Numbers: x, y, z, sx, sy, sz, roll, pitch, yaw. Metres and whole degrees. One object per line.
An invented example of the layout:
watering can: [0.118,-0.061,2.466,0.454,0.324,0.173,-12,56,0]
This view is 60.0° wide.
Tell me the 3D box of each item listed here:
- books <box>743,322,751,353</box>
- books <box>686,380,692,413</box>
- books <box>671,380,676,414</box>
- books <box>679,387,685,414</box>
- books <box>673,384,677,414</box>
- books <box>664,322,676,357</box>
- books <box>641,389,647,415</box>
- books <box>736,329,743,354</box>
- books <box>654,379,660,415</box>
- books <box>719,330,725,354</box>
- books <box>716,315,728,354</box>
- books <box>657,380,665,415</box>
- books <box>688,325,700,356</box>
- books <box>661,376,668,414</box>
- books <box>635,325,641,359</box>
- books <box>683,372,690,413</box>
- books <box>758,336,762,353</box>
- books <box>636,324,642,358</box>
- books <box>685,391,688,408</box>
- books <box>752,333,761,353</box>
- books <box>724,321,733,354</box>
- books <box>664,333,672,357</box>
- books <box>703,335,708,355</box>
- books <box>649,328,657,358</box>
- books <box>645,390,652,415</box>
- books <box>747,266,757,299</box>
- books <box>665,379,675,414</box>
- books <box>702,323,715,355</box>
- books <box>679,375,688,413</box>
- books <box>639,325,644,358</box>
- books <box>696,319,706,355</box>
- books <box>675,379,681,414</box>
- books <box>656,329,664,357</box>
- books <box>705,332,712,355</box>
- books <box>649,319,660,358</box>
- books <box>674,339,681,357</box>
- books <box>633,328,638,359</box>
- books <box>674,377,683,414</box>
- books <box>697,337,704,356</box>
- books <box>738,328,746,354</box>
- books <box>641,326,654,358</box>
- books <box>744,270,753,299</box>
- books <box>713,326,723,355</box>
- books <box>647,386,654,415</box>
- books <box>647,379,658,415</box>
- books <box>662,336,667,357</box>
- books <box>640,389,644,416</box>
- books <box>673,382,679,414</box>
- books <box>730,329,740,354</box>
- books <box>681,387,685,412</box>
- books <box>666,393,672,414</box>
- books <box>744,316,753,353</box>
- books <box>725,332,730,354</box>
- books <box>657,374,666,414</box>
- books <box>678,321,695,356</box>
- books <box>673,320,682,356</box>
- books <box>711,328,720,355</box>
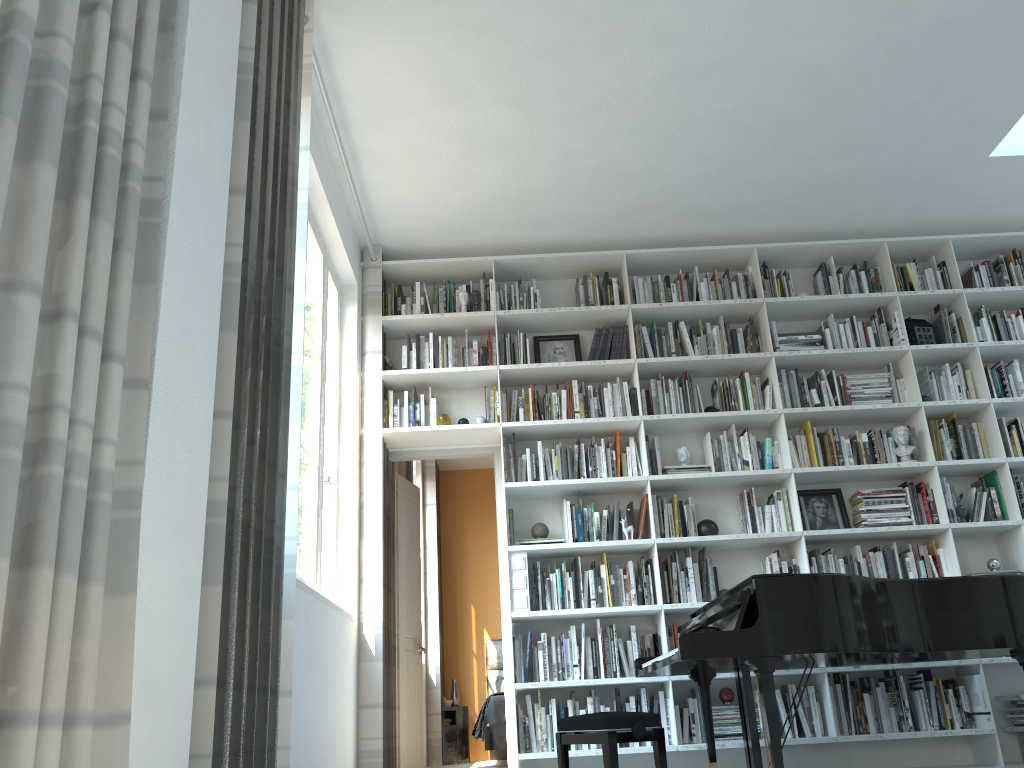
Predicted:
books: [1.491,-0.239,5.644,0.055,0.262,0.167,-3,-21,-1]
books: [1.087,0.125,5.513,0.010,0.260,0.158,-3,-21,-1]
books: [0.988,0.128,5.494,0.012,0.250,0.184,-3,-21,-1]
books: [1.041,0.148,5.493,0.011,0.208,0.182,-3,-21,-1]
books: [0.998,0.132,5.518,0.010,0.260,0.170,-3,-21,-1]
books: [1.008,-0.229,5.645,0.023,0.292,0.156,-3,-21,-1]
books: [0.814,0.163,5.522,0.029,0.224,0.137,-3,-21,-1]
books: [1.430,-0.216,5.640,0.022,0.222,0.161,-3,-21,-1]
books: [0.894,0.126,5.509,0.012,0.275,0.157,-3,-21,-1]
books: [1.326,-0.213,5.643,0.013,0.230,0.142,-3,-21,-1]
books: [1.336,-0.256,5.648,0.011,0.312,0.184,-3,-21,-1]
books: [0.912,0.132,5.508,0.024,0.261,0.178,-3,-21,-1]
books: [1.156,-0.220,5.650,0.027,0.264,0.169,-3,-21,-1]
books: [0.939,0.118,5.504,0.010,0.282,0.184,-3,-21,-1]
books: [0.795,-0.212,5.643,0.013,0.282,0.159,-3,-21,-1]
books: [1.079,0.101,5.530,0.004,0.319,0.153,-3,-21,-1]
books: [1.575,-0.200,5.663,0.019,0.193,0.098,-3,-21,-1]
books: [0.807,-0.217,5.667,0.014,0.307,0.130,-3,-21,-1]
books: [1.074,0.154,5.524,0.012,0.216,0.133,-3,-21,-1]
books: [1.551,-0.209,5.659,0.028,0.211,0.135,-3,-21,-1]
books: [1.377,-0.239,5.666,0.022,0.289,0.147,-3,-21,-1]
books: [0.984,-0.193,5.632,0.029,0.218,0.158,-3,-21,-1]
books: [1.222,-0.192,5.659,0.024,0.211,0.128,-3,-21,-1]
books: [0.898,-0.207,5.638,0.011,0.259,0.158,-3,-21,-1]
books: [0.841,0.164,5.521,0.024,0.218,0.140,-3,-21,-1]
books: [1.550,-0.598,5.776,0.026,0.287,0.176,-3,-21,-1]
books: [0.977,0.123,5.494,0.009,0.262,0.190,-3,-21,-1]
books: [1.256,-0.233,5.660,0.026,0.285,0.138,-3,-21,-1]
books: [1.061,0.110,5.513,0.011,0.290,0.177,-3,-21,-1]
books: [0.820,-0.216,5.643,0.010,0.286,0.149,-3,-21,-1]
books: [1.202,-0.244,5.651,0.012,0.306,0.145,-3,-21,-1]
books: [1.019,0.125,5.503,0.009,0.260,0.181,-3,-21,-1]
books: [0.930,-0.203,5.629,0.031,0.241,0.182,-3,-21,-1]
books: [1.240,-0.200,5.634,0.010,0.207,0.174,-3,-21,-1]
books: [0.907,-0.237,5.640,0.012,0.313,0.172,-3,-21,-1]
books: [1.040,-0.174,5.635,0.034,0.179,0.160,-3,-21,-1]
books: [0.777,-0.204,5.625,0.023,0.255,0.175,-3,-21,-1]
books: [1.028,0.118,5.512,0.011,0.278,0.170,-3,-21,-1]
books: [1.185,-0.184,5.629,0.028,0.179,0.169,-3,-21,-1]
books: [1.453,-0.218,5.657,0.024,0.236,0.153,-3,-21,-1]
books: [0.859,-0.210,5.647,0.067,0.273,0.168,-3,-21,-1]
books: [1.531,-0.585,5.776,0.014,0.266,0.172,-3,-21,-1]
books: [1.304,-0.225,5.651,0.028,0.260,0.136,-3,-21,-1]
books: [0.858,0.149,5.512,0.012,0.239,0.134,-3,-21,-1]
books: [0.876,0.127,5.513,0.026,0.278,0.151,-3,-21,-1]
books: [0.959,-0.181,5.635,0.024,0.200,0.154,-3,-21,-1]
books: [0.793,0.163,5.496,0.015,0.207,0.187,-3,-21,-1]
books: [1.009,0.134,5.517,0.011,0.254,0.152,-3,-21,-1]
books: [1.404,-0.214,5.635,0.030,0.217,0.183,-3,-21,-1]
books: [1.051,0.148,5.520,0.011,0.225,0.130,-3,-21,-1]
books: [0.961,0.168,5.504,0.029,0.186,0.149,-3,-21,-1]
books: [1.506,-0.258,5.651,0.058,0.301,0.175,-3,-21,-1]
books: [1.356,-0.203,5.650,0.024,0.212,0.150,-3,-21,-1]
books: [0.928,0.111,5.530,0.011,0.316,0.155,-3,-21,-1]
books: [1.105,-0.232,5.638,0.075,0.284,0.179,-3,-21,-1]
books: [1.060,-0.235,5.666,0.013,0.314,0.135,-3,-21,-1]
books: [1.281,-0.214,5.627,0.021,0.225,0.192,-3,-21,-1]
